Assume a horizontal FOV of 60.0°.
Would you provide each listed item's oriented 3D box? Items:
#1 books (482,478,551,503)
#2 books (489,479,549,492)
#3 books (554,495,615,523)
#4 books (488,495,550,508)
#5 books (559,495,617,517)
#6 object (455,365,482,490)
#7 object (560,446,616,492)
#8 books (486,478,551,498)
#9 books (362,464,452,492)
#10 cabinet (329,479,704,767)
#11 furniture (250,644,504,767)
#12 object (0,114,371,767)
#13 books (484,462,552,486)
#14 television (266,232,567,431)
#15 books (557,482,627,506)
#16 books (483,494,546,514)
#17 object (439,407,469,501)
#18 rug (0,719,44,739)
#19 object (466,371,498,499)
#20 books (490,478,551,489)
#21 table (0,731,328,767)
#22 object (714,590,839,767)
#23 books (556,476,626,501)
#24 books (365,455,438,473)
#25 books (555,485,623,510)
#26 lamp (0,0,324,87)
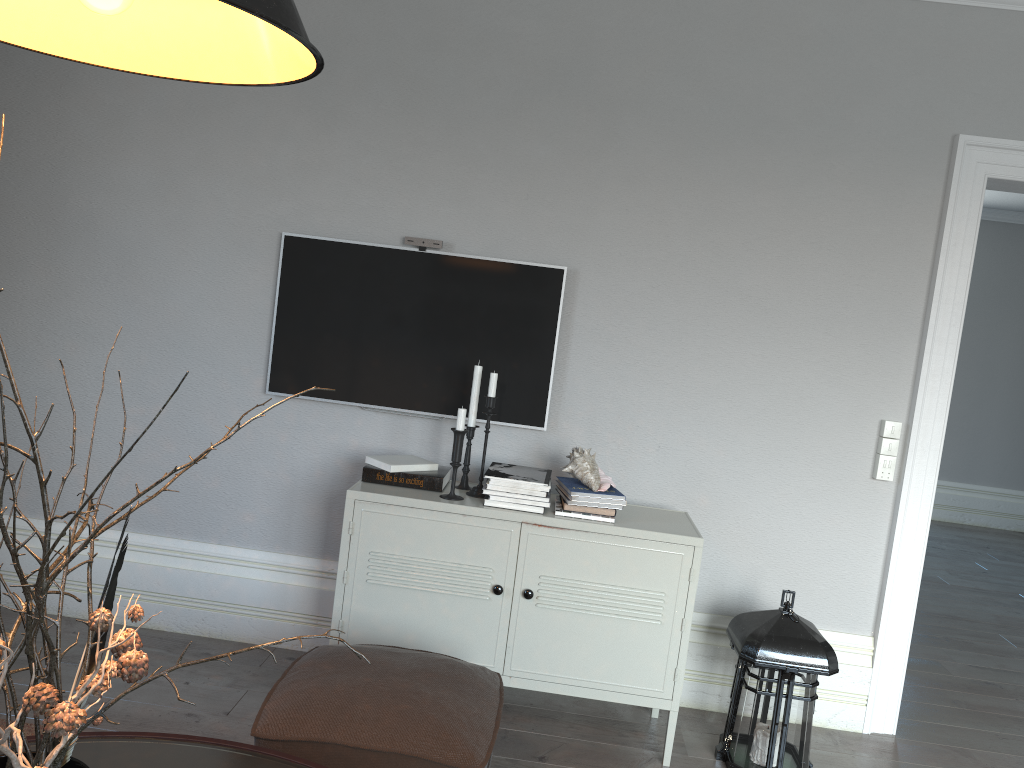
[{"bbox_3d":[0.021,0.351,2.996,0.222,0.016,0.271,7,5,3],"label":"books"},{"bbox_3d":[0.030,0.321,2.988,0.196,0.010,0.265,7,5,3],"label":"books"},{"bbox_3d":[0.242,0.419,2.983,0.196,0.014,0.244,7,5,3],"label":"books"},{"bbox_3d":[0.027,0.368,2.988,0.200,0.016,0.254,7,5,1],"label":"books"},{"bbox_3d":[0.253,0.399,2.997,0.175,0.027,0.238,7,5,0],"label":"books"},{"bbox_3d":[-0.141,0.142,3.093,0.066,0.457,0.066,5,5,-30],"label":"object"},{"bbox_3d":[0.262,0.279,2.975,0.192,0.127,0.194,7,5,-4],"label":"object"},{"bbox_3d":[0.025,0.335,2.985,0.200,0.019,0.251,8,5,5],"label":"books"},{"bbox_3d":[-0.363,0.314,3.096,0.276,0.049,0.218,7,5,3],"label":"books"},{"bbox_3d":[0.000,0.773,3.029,1.152,0.757,0.408,7,5,3],"label":"cabinet"},{"bbox_3d":[-0.328,0.955,2.264,0.574,0.439,0.583,7,5,3],"label":"furniture"},{"bbox_3d":[-0.480,0.228,1.161,0.525,1.065,0.853,5,5,-26],"label":"object"},{"bbox_3d":[0.025,0.302,2.985,0.212,0.008,0.263,7,5,4],"label":"books"},{"bbox_3d":[-0.359,-0.212,3.301,1.063,0.657,0.041,7,5,3],"label":"television"},{"bbox_3d":[0.263,0.365,2.977,0.184,0.017,0.235,6,5,-10],"label":"books"},{"bbox_3d":[0.018,0.386,2.999,0.200,0.022,0.271,8,5,5],"label":"books"},{"bbox_3d":[-0.181,0.226,2.924,0.083,0.311,0.083,5,5,-20],"label":"object"},{"bbox_3d":[-0.706,1.185,1.168,2.400,0.090,2.820,7,5,3],"label":"rug"},{"bbox_3d":[-0.085,0.168,3.007,0.092,0.431,0.092,4,6,-37],"label":"object"},{"bbox_3d":[0.030,0.311,2.983,0.196,0.010,0.260,7,5,1],"label":"books"},{"bbox_3d":[-0.648,1.000,1.122,1.300,0.503,1.300,7,5,-4],"label":"table"},{"bbox_3d":[0.872,0.971,2.930,0.323,0.599,0.323,7,5,3],"label":"object"},{"bbox_3d":[0.260,0.349,2.975,0.184,0.014,0.235,6,5,-10],"label":"books"},{"bbox_3d":[-0.384,0.276,3.089,0.199,0.024,0.161,3,7,-42],"label":"books"},{"bbox_3d":[0.256,0.380,2.982,0.184,0.014,0.235,6,5,-8],"label":"books"},{"bbox_3d":[-0.404,-0.940,0.969,0.504,1.075,0.504,3,6,-39],"label":"lamp"}]
